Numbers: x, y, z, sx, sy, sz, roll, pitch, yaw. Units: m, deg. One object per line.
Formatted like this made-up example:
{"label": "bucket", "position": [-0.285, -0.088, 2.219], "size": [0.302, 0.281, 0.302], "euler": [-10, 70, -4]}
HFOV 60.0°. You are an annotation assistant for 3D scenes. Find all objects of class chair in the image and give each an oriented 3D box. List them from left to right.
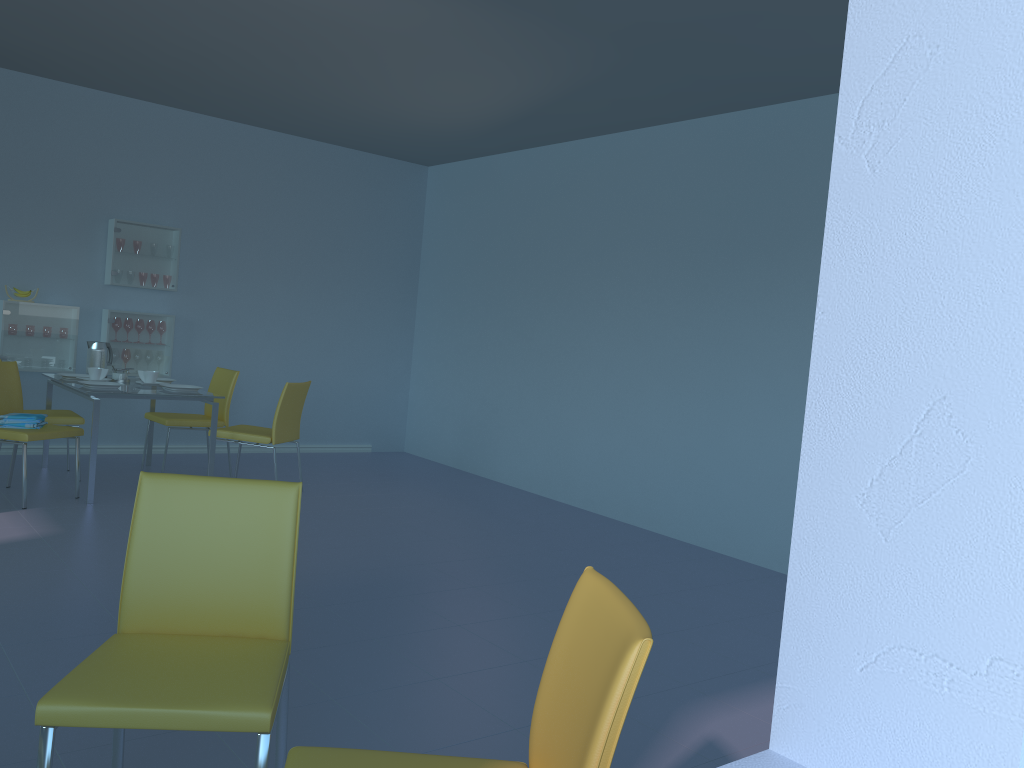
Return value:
{"label": "chair", "position": [-2.583, 0.245, 4.646], "size": [0.484, 0.695, 0.387], "euler": [6, 3, 15]}
{"label": "chair", "position": [-2.821, 0.196, 5.230], "size": [0.484, 0.695, 0.387], "euler": [3, 3, -36]}
{"label": "chair", "position": [-0.637, 0.560, 1.743], "size": [0.387, 0.695, 0.484], "euler": [5, 3, -8]}
{"label": "chair", "position": [-2.085, 0.237, 5.785], "size": [0.484, 0.695, 0.387], "euler": [3, 4, -41]}
{"label": "chair", "position": [-1.514, 0.309, 5.357], "size": [0.484, 0.695, 0.387], "euler": [6, 3, 9]}
{"label": "chair", "position": [-0.096, 0.633, 1.256], "size": [0.484, 0.695, 0.387], "euler": [5, 3, -8]}

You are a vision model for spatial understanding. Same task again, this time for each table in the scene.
{"label": "table", "position": [-2.313, 0.296, 5.316], "size": [0.730, 0.590, 1.173], "euler": [3, 3, -39]}

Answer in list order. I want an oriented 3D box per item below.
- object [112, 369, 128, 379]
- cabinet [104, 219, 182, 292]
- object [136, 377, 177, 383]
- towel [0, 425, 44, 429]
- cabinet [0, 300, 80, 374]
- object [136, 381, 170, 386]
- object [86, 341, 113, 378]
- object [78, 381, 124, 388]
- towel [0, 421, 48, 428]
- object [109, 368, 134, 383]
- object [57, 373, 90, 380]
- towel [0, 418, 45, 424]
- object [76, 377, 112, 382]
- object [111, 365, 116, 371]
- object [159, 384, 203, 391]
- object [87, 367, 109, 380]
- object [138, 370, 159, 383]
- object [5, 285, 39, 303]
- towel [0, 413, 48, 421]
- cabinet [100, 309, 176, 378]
{"label": "object", "position": [-2.403, -0.055, 5.433], "size": [0.090, 0.071, 0.087], "euler": [6, 3, 16]}
{"label": "cabinet", "position": [-2.589, -0.899, 6.237], "size": [0.450, 0.450, 0.173], "euler": [3, 3, -39]}
{"label": "object", "position": [-2.272, -0.024, 5.658], "size": [0.228, 0.020, 0.228], "euler": [3, 4, -42]}
{"label": "towel", "position": [-2.564, 0.217, 4.645], "size": [0.195, 0.024, 0.201], "euler": [4, 3, -19]}
{"label": "cabinet", "position": [-3.138, -0.309, 5.873], "size": [0.450, 0.450, 0.173], "euler": [3, 3, -39]}
{"label": "object", "position": [-2.204, -0.003, 5.362], "size": [0.194, 0.020, 0.190], "euler": [7, 3, 32]}
{"label": "object", "position": [-2.632, -0.157, 5.634], "size": [0.132, 0.222, 0.146], "euler": [5, 3, 4]}
{"label": "object", "position": [-2.308, 0.005, 4.983], "size": [0.228, 0.020, 0.228], "euler": [3, 4, -42]}
{"label": "towel", "position": [-2.560, 0.204, 4.649], "size": [0.195, 0.024, 0.201], "euler": [5, 3, -14]}
{"label": "object", "position": [-2.388, -0.055, 5.449], "size": [0.123, 0.081, 0.166], "euler": [8, 4, 43]}
{"label": "object", "position": [-2.632, -0.043, 5.379], "size": [0.228, 0.020, 0.228], "euler": [3, 3, -37]}
{"label": "towel", "position": [-2.561, 0.188, 4.647], "size": [0.195, 0.027, 0.192], "euler": [4, 3, -18]}
{"label": "object", "position": [-2.447, -0.019, 5.244], "size": [0.194, 0.020, 0.190], "euler": [8, 4, 42]}
{"label": "object", "position": [-2.411, -0.073, 5.402], "size": [0.023, 0.079, 0.077], "euler": [6, 3, 16]}
{"label": "object", "position": [-1.964, 0.023, 5.269], "size": [0.228, 0.020, 0.228], "euler": [3, 4, -42]}
{"label": "object", "position": [-2.452, -0.052, 5.230], "size": [0.111, 0.083, 0.091], "euler": [7, 3, 33]}
{"label": "object", "position": [-2.195, -0.036, 5.374], "size": [0.111, 0.083, 0.091], "euler": [6, 3, 23]}
{"label": "object", "position": [-3.206, -0.587, 5.799], "size": [0.077, 0.100, 0.203], "euler": [8, 4, 44]}
{"label": "towel", "position": [-2.562, 0.172, 4.648], "size": [0.195, 0.033, 0.190], "euler": [5, 3, -12]}
{"label": "cabinet", "position": [-2.645, -0.282, 6.267], "size": [0.450, 0.450, 0.173], "euler": [3, 3, -39]}
